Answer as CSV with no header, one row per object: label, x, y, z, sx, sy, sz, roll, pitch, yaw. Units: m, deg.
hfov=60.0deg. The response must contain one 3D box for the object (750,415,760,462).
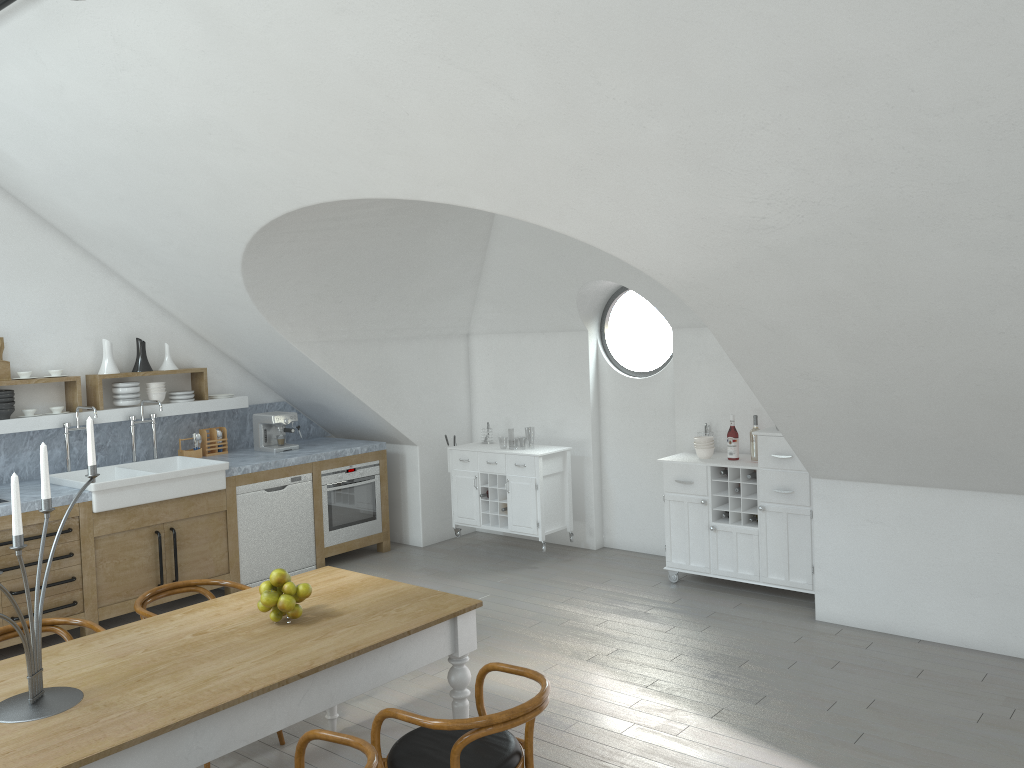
object,1.731,0.386,6.286,0.085,0.330,0.085,-2,2,-1

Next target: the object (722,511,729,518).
object,1.628,0.925,6.377,0.156,0.085,0.331,1,5,41

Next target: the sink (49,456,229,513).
sink,-2.679,0.708,6.387,0.727,0.202,1.022,1,5,40

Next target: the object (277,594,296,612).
object,-0.878,0.852,3.450,0.071,0.072,0.071,-2,3,4

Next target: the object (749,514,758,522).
object,1.757,0.930,6.261,0.081,0.081,0.359,0,4,38

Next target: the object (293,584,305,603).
object,-0.855,0.839,3.555,0.076,0.076,0.077,-2,3,7

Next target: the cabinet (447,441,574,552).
cabinet,-0.045,0.936,7.593,1.134,0.788,0.497,0,4,40

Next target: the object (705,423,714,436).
object,1.481,0.406,6.763,0.115,0.209,0.065,0,3,42

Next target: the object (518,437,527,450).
object,0.090,0.500,7.427,0.071,0.098,0.071,-3,3,-27

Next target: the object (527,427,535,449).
object,0.161,0.454,7.416,0.063,0.187,0.063,-1,2,25

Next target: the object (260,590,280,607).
object,-0.941,0.835,3.447,0.071,0.064,0.072,0,4,33

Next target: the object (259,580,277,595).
object,-0.968,0.815,3.515,0.066,0.071,0.072,-2,3,9

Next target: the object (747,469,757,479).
object,1.745,0.627,6.244,0.087,0.084,0.360,0,4,40

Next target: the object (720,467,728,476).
object,1.591,0.620,6.383,0.092,0.094,0.359,0,4,40

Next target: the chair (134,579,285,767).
chair,-1.459,1.356,4.201,0.621,0.734,0.528,0,3,36

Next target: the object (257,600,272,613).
object,-0.973,0.871,3.493,0.059,0.056,0.059,0,4,34

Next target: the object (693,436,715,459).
object,1.416,0.469,6.528,0.158,0.160,0.154,-3,3,-22

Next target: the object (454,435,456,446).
object,-0.506,0.582,7.825,0.029,0.268,0.088,-3,2,-23

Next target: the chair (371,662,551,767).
chair,-0.155,1.381,3.048,0.621,0.734,0.528,0,4,43

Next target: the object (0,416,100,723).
object,-1.499,0.573,2.855,0.265,0.874,0.776,-2,3,14

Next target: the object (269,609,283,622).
object,-0.926,0.909,3.482,0.050,0.050,0.051,1,4,43

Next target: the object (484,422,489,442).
object,-0.227,0.430,7.907,0.039,0.175,0.054,0,3,40

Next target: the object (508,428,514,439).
object,-0.005,0.463,7.511,0.048,0.169,0.048,-1,2,27

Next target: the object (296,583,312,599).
object,-0.823,0.818,3.507,0.063,0.063,0.062,-2,3,2

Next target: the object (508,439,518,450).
object,0.010,0.508,7.448,0.077,0.085,0.077,-1,3,27

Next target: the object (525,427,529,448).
object,0.137,0.455,7.475,0.054,0.179,0.054,-2,2,17

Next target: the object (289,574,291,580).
object,-0.926,0.793,3.589,0.062,0.059,0.062,0,4,40

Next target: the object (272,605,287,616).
object,-0.922,0.890,3.548,0.080,0.074,0.078,-2,3,-5

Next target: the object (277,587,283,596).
object,-0.954,0.839,3.573,0.062,0.059,0.062,1,4,44

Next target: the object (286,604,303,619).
object,-0.861,0.898,3.506,0.064,0.063,0.063,-4,4,-39

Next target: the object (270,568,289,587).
object,-0.921,0.766,3.507,0.072,0.074,0.072,0,4,40

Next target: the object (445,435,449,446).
object,-0.548,0.582,7.860,0.088,0.268,0.029,-2,2,13

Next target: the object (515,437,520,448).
object,0.072,0.498,7.516,0.094,0.093,0.093,-1,3,27

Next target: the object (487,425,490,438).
object,-0.212,0.433,7.875,0.024,0.164,0.039,-4,3,-37

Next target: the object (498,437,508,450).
object,-0.073,0.500,7.470,0.082,0.105,0.082,-4,3,-37

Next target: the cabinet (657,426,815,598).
cabinet,1.709,0.881,6.374,1.242,1.152,0.610,0,3,40

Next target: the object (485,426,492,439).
object,-0.216,0.445,7.902,0.097,0.136,0.029,0,3,43

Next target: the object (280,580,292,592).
object,-0.900,0.811,3.544,0.053,0.050,0.053,-2,3,11

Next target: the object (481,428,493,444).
object,-0.221,0.466,7.898,0.101,0.137,0.067,0,3,40

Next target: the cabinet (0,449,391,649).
cabinet,-3.490,1.314,5.635,1.004,1.021,6.437,0,4,40

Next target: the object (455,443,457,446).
object,-0.491,0.641,7.854,0.038,0.262,0.038,-3,2,-17

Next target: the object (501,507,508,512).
object,0.020,1.036,7.471,0.082,0.083,0.317,0,4,39

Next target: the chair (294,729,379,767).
chair,-0.669,1.433,2.538,0.621,0.734,0.528,0,3,35

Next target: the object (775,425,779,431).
object,1.834,0.270,6.060,0.082,0.105,0.082,-3,3,-12

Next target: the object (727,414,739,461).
object,1.596,0.385,6.406,0.081,0.329,0.081,-1,3,36

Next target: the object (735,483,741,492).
object,1.677,0.731,6.327,0.085,0.085,0.331,0,4,39

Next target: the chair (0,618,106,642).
chair,-1.929,1.409,3.652,0.621,0.734,0.528,0,4,43

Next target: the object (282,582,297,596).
object,-0.874,0.805,3.481,0.053,0.057,0.058,-4,3,-35
